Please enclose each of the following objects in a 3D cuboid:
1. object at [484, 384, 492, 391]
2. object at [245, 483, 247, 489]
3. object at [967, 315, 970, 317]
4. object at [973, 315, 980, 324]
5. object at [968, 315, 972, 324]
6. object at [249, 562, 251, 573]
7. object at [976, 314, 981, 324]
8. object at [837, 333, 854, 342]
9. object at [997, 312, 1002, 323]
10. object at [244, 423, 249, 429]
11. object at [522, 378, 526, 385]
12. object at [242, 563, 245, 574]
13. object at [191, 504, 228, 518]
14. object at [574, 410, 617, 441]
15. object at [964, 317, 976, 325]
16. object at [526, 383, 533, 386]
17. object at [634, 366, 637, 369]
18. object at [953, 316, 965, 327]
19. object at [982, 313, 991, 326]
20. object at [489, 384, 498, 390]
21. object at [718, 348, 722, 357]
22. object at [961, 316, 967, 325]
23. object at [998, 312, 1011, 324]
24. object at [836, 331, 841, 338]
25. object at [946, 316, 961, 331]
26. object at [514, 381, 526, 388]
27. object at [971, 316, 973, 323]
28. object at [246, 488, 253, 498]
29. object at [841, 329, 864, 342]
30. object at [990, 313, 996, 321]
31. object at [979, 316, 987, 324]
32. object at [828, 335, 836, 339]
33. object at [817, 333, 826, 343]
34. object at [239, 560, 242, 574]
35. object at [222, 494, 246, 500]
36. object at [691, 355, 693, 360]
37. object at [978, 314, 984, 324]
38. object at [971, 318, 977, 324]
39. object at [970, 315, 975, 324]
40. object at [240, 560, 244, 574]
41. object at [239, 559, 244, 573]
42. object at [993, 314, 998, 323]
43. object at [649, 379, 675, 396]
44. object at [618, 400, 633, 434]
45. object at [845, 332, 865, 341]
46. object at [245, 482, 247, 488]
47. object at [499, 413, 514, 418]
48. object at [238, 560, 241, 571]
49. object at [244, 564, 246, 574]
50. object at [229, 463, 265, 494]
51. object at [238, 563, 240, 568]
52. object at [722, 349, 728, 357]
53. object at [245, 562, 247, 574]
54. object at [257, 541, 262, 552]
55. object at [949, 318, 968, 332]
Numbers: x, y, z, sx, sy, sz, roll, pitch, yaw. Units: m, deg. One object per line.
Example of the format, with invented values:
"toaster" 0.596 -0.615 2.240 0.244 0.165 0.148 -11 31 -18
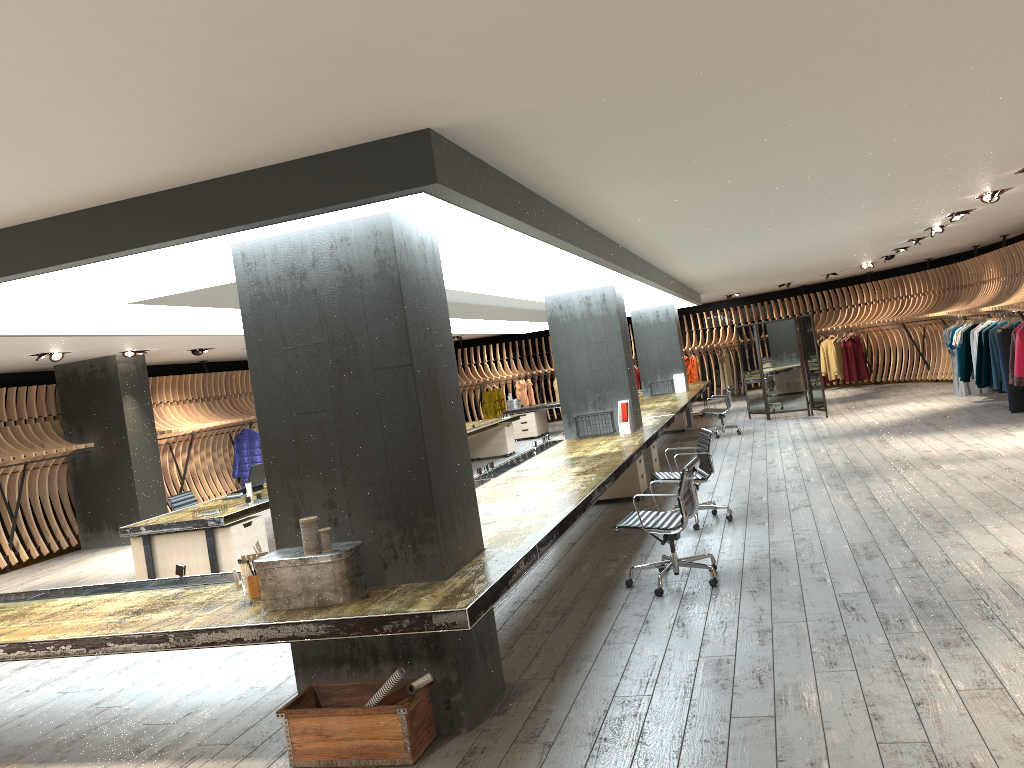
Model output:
"object" -0.671 0.093 24.911 0.012 0.270 0.524 -8 0 -44
"object" -2.858 1.138 9.562 0.007 0.170 0.030 -9 0 12
"object" 8.150 -1.090 15.792 0.524 0.270 0.012 -8 0 41
"object" 7.931 -1.039 15.108 0.524 0.284 0.014 -8 0 26
"object" 8.075 -1.075 15.563 0.524 0.270 0.012 -8 0 21
"object" -1.362 0.991 4.613 0.030 0.170 0.007 -9 0 -17
"object" 7.900 -1.037 14.924 0.525 0.270 0.012 -8 0 16
"object" 8.196 -1.191 21.734 0.525 0.270 0.012 -9 0 -9
"object" 7.526 -0.965 13.623 0.525 0.270 0.012 -8 0 16
"object" -5.082 0.878 16.992 0.525 0.270 0.012 -8 0 16
"object" 0.317 -0.065 25.322 0.012 0.270 0.525 -9 1 -14
"object" -1.386 0.995 4.599 0.007 0.170 0.030 -9 0 -27
"object" -2.912 1.227 8.546 0.302 0.074 0.217 -8 1 10
"object" 1.005 0.499 10.685 0.459 0.289 0.330 -8 0 14
"object" 8.078 -1.071 15.674 0.523 0.288 0.015 -8 0 26
"object" 0.476 -0.090 25.353 0.012 0.270 0.525 -9 1 -19
"object" 3.475 -0.542 25.490 0.012 0.270 0.525 -9 1 -14
"object" 8.294 -1.123 16.392 0.525 0.270 0.012 -8 0 6
"object" 7.741 -1.012 14.363 0.524 0.270 0.012 -8 0 21
"object" -0.511 0.068 24.997 0.012 0.270 0.524 -8 0 -44
"object" 5.767 -0.869 24.560 0.012 0.270 0.526 -9 1 31
"object" 8.236 -1.109 16.086 0.525 0.270 0.012 -9 0 1
"object" 7.514 -0.960 13.511 0.525 0.270 0.012 -8 0 16
"object" 8.087 -1.182 21.947 0.526 0.270 0.012 -9 0 -34
"object" 8.341 -1.132 16.529 0.524 0.270 0.012 -8 0 31
"object" 0.205 -0.048 25.284 0.012 0.270 0.524 -9 1 -39
"object" 8.037 -1.059 15.375 0.524 0.285 0.013 -8 0 11
"object" -2.834 1.179 9.576 0.062 0.111 0.061 -9 0 -40
"object" 8.264 -1.199 21.589 0.525 0.270 0.012 -8 0 16
"object" 7.679 -0.999 14.138 0.525 0.270 0.012 -8 0 16
"object" 7.841 -1.025 14.723 0.524 0.270 0.012 -8 0 21
"object" 7.996 -1.172 22.150 0.525 0.270 0.012 -8 0 16
"object" 7.854 -1.150 22.417 0.525 0.270 0.012 -9 0 -19
"object" -1.399 0.996 4.606 0.007 0.170 0.030 -9 0 12
"object" -3.081 1.253 9.830 0.213 0.019 0.219 -9 1 1
"object" 5.083 -0.775 24.957 0.012 0.270 0.525 -9 1 -4
"object" 7.889 -1.034 14.842 0.525 0.270 0.012 -8 0 16
"object" 7.991 -1.062 15.269 0.525 0.270 0.012 -9 0 1
"object" 8.074 -1.068 15.473 0.523 0.290 0.013 -8 0 11
"object" -1.395 0.996 4.603 0.007 0.170 0.030 -9 0 0
"object" -1.399 0.996 4.634 0.030 0.170 0.007 -9 0 2
"object" 7.586 -0.975 13.818 0.524 0.270 0.012 -8 0 21
"object" 3.013 0.084 17.805 0.459 0.289 0.330 -8 1 19
"object" 1.350 0.396 10.642 0.128 0.383 0.240 -9 0 16
"object" 8.296 -1.202 21.493 0.525 0.270 0.012 -9 0 -9
"object" -2.855 1.137 9.559 0.007 0.170 0.030 -9 0 0
"object" -0.117 0.655 18.110 0.302 0.074 0.217 -8 1 10
"object" -1.401 0.997 4.611 0.007 0.170 0.030 -9 0 27
"object" -1.391 0.995 4.640 0.030 0.170 0.007 -9 0 29
"object" -3.019 1.088 10.179 0.365 0.316 0.373 -8 1 16
"object" -1.403 0.997 4.615 0.007 0.170 0.030 -9 0 39
"object" 5.886 -0.886 24.508 0.012 0.270 0.526 -9 1 36
"object" -1.376 0.993 4.600 0.030 0.170 0.007 -9 0 36
"object" -1.285 0.942 4.619 0.008 0.267 0.060 -9 0 33
"object" 8.264 -1.116 16.258 0.524 0.270 0.012 -8 0 31
